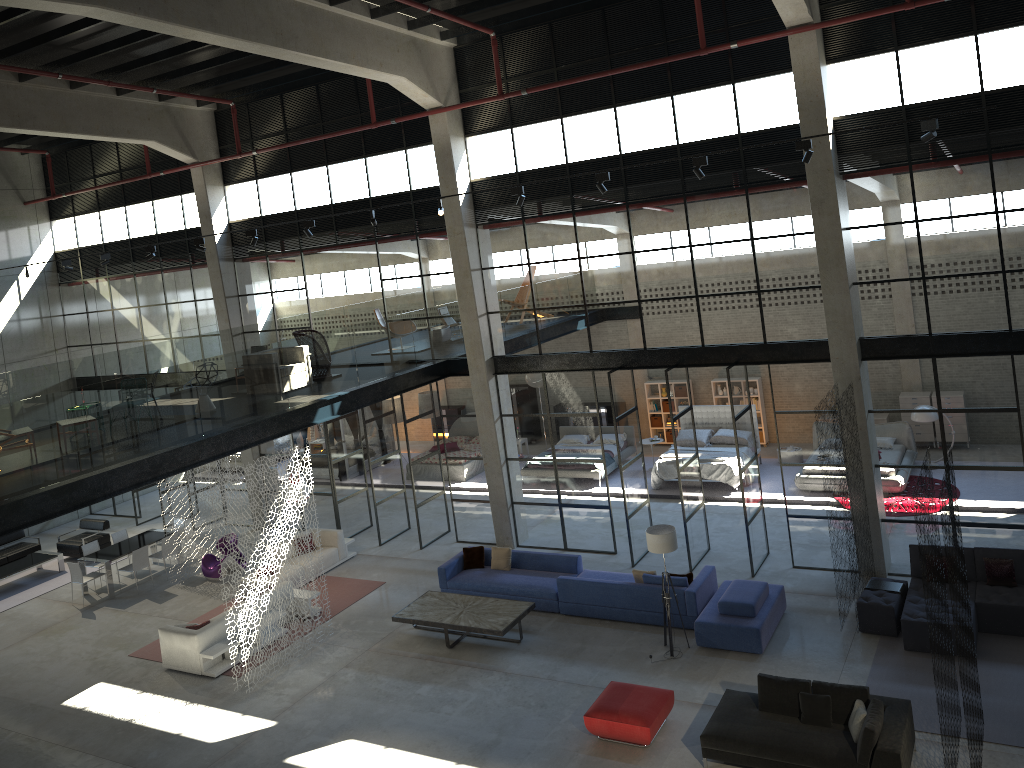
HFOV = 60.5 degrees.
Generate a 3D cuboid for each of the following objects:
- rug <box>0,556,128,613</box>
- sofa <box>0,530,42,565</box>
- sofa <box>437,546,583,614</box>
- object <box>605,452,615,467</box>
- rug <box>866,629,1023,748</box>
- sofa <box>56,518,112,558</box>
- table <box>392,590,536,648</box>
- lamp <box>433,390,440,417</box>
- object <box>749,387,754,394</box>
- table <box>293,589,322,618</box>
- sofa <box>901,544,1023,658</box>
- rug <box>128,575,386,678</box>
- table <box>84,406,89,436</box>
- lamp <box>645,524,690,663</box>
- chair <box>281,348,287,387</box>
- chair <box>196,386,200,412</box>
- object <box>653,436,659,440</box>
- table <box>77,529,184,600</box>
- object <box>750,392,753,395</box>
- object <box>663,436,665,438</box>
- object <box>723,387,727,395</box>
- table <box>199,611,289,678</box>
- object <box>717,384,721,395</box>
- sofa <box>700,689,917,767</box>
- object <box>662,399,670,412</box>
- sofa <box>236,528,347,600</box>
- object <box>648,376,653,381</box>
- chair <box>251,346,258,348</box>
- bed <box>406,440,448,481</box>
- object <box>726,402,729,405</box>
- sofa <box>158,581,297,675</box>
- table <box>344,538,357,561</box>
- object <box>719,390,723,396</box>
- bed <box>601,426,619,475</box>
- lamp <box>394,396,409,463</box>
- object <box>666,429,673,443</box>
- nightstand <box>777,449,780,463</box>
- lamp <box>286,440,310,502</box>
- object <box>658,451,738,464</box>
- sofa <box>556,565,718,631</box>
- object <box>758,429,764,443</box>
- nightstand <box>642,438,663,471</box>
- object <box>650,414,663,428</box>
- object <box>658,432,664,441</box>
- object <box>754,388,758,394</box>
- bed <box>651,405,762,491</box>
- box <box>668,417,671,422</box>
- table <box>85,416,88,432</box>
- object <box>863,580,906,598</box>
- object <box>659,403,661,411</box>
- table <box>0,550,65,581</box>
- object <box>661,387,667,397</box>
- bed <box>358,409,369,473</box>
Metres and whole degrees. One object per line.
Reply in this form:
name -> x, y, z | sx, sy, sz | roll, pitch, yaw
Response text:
rug -> -10.656, 4.359, 19.208 | 2.396, 0.025, 3.448 | -2, 11, 30
sofa -> -11.985, 4.055, 19.759 | 0.816, 0.753, 2.494 | -4, 9, 30
sofa -> -0.018, 3.355, 15.178 | 2.323, 0.601, 1.071 | -2, 9, 30
object -> 1.419, 1.885, 21.540 | 2.099, 0.245, 0.730 | -2, 10, 30
rug -> 6.237, 3.630, 10.506 | 3.608, 0.020, 2.692 | -2, 11, 30
sofa -> -10.055, 3.667, 20.607 | 0.945, 0.755, 0.833 | -4, 7, 30
table -> -0.750, 3.766, 13.883 | 2.052, 0.397, 1.044 | -2, 10, 30
lamp -> -2.267, 1.185, 25.495 | 0.806, 1.916, 0.682 | -8, 2, -18
object -> 6.179, 0.174, 22.740 | 0.174, 0.168, 0.176 | -8, 5, -2
table -> -3.956, 3.898, 15.667 | 1.195, 0.368, 0.305 | -2, 6, 30
sofa -> 7.337, 2.910, 11.349 | 4.127, 0.865, 1.856 | -2, 9, 30
rug -> -4.404, 4.150, 15.619 | 2.632, 0.020, 3.690 | -2, 11, 30
table -> -6.850, 0.591, 14.095 | 0.392, 0.514, 0.417 | -7, 4, 6
lamp -> 2.171, 2.957, 12.405 | 0.426, 1.737, 0.676 | -6, 2, 28
chair -> -4.222, -0.197, 15.853 | 0.800, 0.829, 0.998 | -4, 7, 30
chair -> -5.396, 0.070, 15.243 | 0.565, 0.798, 0.610 | -7, 4, -2
object -> 3.527, 1.316, 21.471 | 0.168, 0.089, 0.170 | -8, 8, -8
table -> -7.994, 3.756, 18.473 | 0.895, 0.753, 1.832 | -4, 9, 30
object -> 6.174, 0.253, 22.591 | 0.066, 0.063, 0.066 | -8, 5, -12
object -> 4.213, 1.475, 24.059 | 0.118, 0.116, 0.117 | -10, 6, -28
object -> 5.590, 0.189, 23.013 | 0.101, 0.203, 0.099 | -9, 3, -31
table -> -4.295, 4.188, 14.172 | 0.298, 0.366, 1.596 | -5, 9, 31
object -> 5.470, 0.150, 23.138 | 0.095, 0.261, 0.095 | -8, 2, -9
sofa -> 3.245, 3.862, 9.680 | 2.095, 0.559, 1.099 | -2, 9, 31
object -> 4.300, 0.585, 23.803 | 0.322, 0.296, 0.329 | -4, 6, 30
sofa -> -4.315, 3.528, 17.269 | 0.936, 0.664, 2.183 | -3, 9, 30
object -> 3.835, -0.163, 24.169 | 0.232, 0.151, 0.054 | -4, 4, 28
chair -> -5.058, -0.313, 17.232 | 0.516, 0.821, 0.565 | -5, 4, 31
bed -> -1.517, 1.666, 23.951 | 2.018, 1.273, 2.379 | -3, 9, 31
object -> 5.660, 0.594, 22.980 | 0.100, 0.202, 0.098 | -10, 4, -43
sofa -> -4.703, 4.006, 14.672 | 0.942, 0.666, 2.173 | -3, 9, 30
table -> -3.699, 3.431, 18.294 | 0.896, 0.368, 0.305 | -3, 6, 30
object -> 5.478, 0.227, 23.005 | 0.109, 0.156, 0.111 | -4, 5, 42
bed -> 1.711, 1.769, 22.071 | 2.244, 0.864, 2.435 | -2, 10, 30
lamp -> -3.294, 1.336, 25.383 | 0.806, 1.916, 0.682 | -8, 2, -18
object -> 4.399, 1.401, 23.822 | 0.322, 0.296, 0.329 | -4, 6, 30
nightstand -> 6.530, 1.681, 20.603 | 0.576, 0.297, 0.487 | -3, 8, 27
lamp -> -4.050, 1.584, 16.319 | 0.436, 1.096, 0.445 | -6, 3, 39
object -> 4.278, 1.883, 19.847 | 2.268, 0.655, 0.662 | -2, 8, 33
sofa -> 1.986, 3.235, 13.991 | 2.323, 0.719, 1.071 | -2, 8, 30
object -> 6.373, 1.331, 22.692 | 0.322, 0.296, 0.329 | -4, 6, 30
nightstand -> 3.445, 1.736, 21.458 | 0.601, 0.697, 0.607 | -7, 5, 2
object -> 4.008, 1.006, 24.012 | 0.322, 0.296, 0.329 | -4, 6, 30
object -> 4.068, 1.444, 23.992 | 0.140, 0.235, 0.139 | -9, 4, -23
object -> 6.325, 0.186, 22.657 | 0.143, 0.137, 0.141 | -12, 7, -42
bed -> 4.464, 1.450, 20.261 | 2.206, 1.410, 2.354 | -3, 8, 30
box -> 4.366, 0.966, 23.860 | 0.212, 0.108, 0.133 | -3, 7, 30
table -> -6.604, 0.743, 13.341 | 0.477, 0.393, 0.631 | -11, 8, -34
object -> 5.391, 2.963, 12.694 | 0.515, 0.099, 0.305 | -1, 11, 35
object -> 4.071, 0.623, 23.974 | 0.082, 0.227, 0.081 | -8, 2, -28
table -> -10.879, 4.193, 19.131 | 0.896, 0.405, 1.832 | -3, 10, 30
object -> 4.122, 0.229, 23.772 | 0.153, 0.247, 0.156 | -6, 4, 22
bed -> -4.987, 1.441, 25.577 | 2.235, 2.069, 2.349 | -4, 7, 30
